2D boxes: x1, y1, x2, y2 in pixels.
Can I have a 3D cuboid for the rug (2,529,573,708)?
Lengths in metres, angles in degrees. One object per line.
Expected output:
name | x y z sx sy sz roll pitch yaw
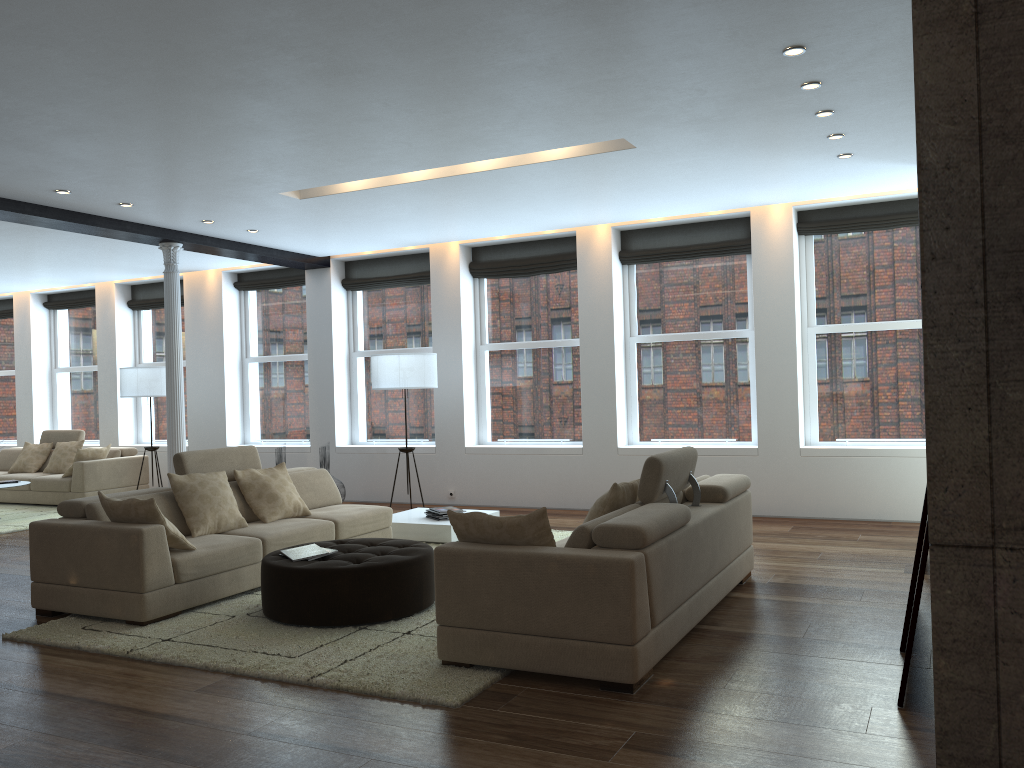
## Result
rug | -0.624 1.375 6.273 2.972 0.020 4.231 -2 0 26

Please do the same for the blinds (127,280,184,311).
blinds | -4.950 -1.272 12.622 1.342 0.393 0.156 -2 0 26

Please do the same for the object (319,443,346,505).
object | -2.174 1.060 10.316 0.458 0.781 0.458 -2 0 26

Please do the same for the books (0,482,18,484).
books | -5.891 1.145 10.271 0.300 0.010 0.220 -2 0 -29

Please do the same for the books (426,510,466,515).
books | -0.593 1.149 7.981 0.300 0.010 0.220 -2 0 41

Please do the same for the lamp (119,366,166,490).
lamp | -4.517 0.656 11.114 0.698 1.728 0.698 -2 0 -40

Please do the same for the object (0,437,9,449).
object | -7.887 1.107 12.467 1.125 1.014 1.119 -2 0 13

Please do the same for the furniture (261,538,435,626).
furniture | -1.001 1.196 5.473 1.057 0.355 1.057 -2 0 28

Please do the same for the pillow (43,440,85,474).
pillow | -5.940 0.965 11.751 0.534 0.439 0.301 -2 0 23

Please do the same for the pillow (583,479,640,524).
pillow | 0.529 0.740 4.931 0.301 0.439 0.534 -2 0 23

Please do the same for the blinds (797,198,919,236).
blinds | 3.524 -1.600 8.422 1.563 0.275 0.156 -2 0 26

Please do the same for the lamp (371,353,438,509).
lamp | -1.124 0.548 9.432 0.698 1.728 0.698 -2 0 -40

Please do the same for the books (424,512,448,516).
books | -0.615 1.159 7.968 0.220 0.010 0.300 -2 0 -39

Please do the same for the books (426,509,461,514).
books | -0.616 1.140 7.969 0.220 0.010 0.300 -2 0 -29

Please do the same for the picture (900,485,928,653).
picture | 2.221 0.722 4.772 0.225 1.140 1.183 -2 0 26

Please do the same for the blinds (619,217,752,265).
blinds | 1.821 -1.491 9.266 1.442 0.393 0.156 -2 0 26

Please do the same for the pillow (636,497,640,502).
pillow | 0.795 0.745 5.497 0.368 0.416 0.519 -2 0 22

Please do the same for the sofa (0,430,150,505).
sofa | -6.169 1.102 11.852 2.581 0.950 1.018 -2 0 26

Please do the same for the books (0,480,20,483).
books | -5.903 1.136 10.293 0.220 0.010 0.300 -2 0 41

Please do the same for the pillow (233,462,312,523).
pillow | -1.846 0.830 6.806 0.368 0.416 0.519 -2 0 31

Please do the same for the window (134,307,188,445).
window | -4.891 -0.258 12.673 1.345 2.400 0.123 -2 0 26

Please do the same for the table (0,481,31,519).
table | -6.020 1.349 10.029 1.022 0.393 1.022 -2 0 -19

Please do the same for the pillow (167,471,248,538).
pillow | -2.135 0.826 6.252 0.301 0.439 0.534 -2 0 30

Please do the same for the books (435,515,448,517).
books | -0.593 1.169 7.981 0.220 0.010 0.300 -2 0 -14

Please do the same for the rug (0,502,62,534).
rug | -6.734 1.579 10.725 4.231 0.020 2.972 -2 0 26

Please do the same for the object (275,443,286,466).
object | -2.688 1.076 10.328 0.458 0.781 0.458 -2 0 26

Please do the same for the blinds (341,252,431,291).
blinds | -1.481 -1.383 10.886 1.431 0.395 0.183 -2 0 26

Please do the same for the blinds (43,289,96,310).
blinds | -6.556 -1.279 13.417 1.442 0.275 0.156 -2 0 26

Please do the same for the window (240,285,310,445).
window | -3.039 -0.318 11.755 1.391 2.400 0.123 -2 0 26

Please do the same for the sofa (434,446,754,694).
sofa | 0.633 0.867 5.165 1.021 0.950 2.581 -2 0 26

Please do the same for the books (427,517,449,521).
books | -0.614 1.198 7.968 0.220 0.010 0.300 -2 0 -29

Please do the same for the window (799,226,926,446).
window | 3.583 -0.532 8.474 1.563 2.400 0.123 -2 0 26

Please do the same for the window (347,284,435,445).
window | -1.416 -0.370 10.951 1.432 2.400 0.123 -2 0 26

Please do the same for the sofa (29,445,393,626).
sofa | -2.006 0.953 6.473 1.021 0.950 2.581 -2 0 26

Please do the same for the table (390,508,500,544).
table | -0.718 1.292 8.123 0.900 0.170 0.900 -2 0 26

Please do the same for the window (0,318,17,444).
window | -10.885 0.574 22.526 13.698 17.917 34.761 -2 0 26

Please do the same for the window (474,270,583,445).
window | 0.229 -0.424 10.136 1.442 2.400 0.123 -2 0 26

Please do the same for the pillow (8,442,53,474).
pillow | -6.504 0.994 12.017 0.519 0.416 0.368 -2 0 22

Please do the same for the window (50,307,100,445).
window | -6.498 -0.206 13.469 1.444 2.400 0.123 -2 0 26

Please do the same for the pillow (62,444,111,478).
pillow | -5.364 0.967 11.200 0.395 0.393 0.518 -2 0 23

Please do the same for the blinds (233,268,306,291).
blinds | -3.099 -1.391 11.704 1.396 0.275 0.156 -2 0 26

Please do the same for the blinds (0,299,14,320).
blinds | -8.182 -1.200 14.223 1.377 0.327 0.156 -2 0 26

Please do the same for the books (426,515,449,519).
books | -0.592 1.188 7.980 0.220 0.010 0.300 -1 0 -44

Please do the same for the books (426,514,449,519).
books | -0.615 1.179 7.968 0.220 0.010 0.300 -2 0 -29

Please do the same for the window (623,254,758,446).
window | 1.878 -0.477 9.318 1.443 2.400 0.123 -2 0 26

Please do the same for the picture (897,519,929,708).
picture | 1.782 0.805 3.851 0.195 0.988 0.700 -2 0 26

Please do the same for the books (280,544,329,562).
books | -1.256 1.018 5.360 0.220 0.040 0.301 -2 0 -29

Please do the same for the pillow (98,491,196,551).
pillow | -2.259 0.848 5.464 0.518 0.393 0.395 -2 0 30

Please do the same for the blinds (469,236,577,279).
blinds | 0.172 -1.430 10.084 1.439 0.424 0.156 -2 0 26

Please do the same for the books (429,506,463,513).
books | -0.594 1.130 7.981 0.220 0.010 0.300 -2 0 -24

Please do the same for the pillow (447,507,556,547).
pillow | -0.021 0.776 4.356 0.518 0.393 0.395 -2 0 23

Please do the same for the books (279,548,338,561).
books | -1.233 1.025 5.373 0.300 0.031 0.219 -2 0 41
